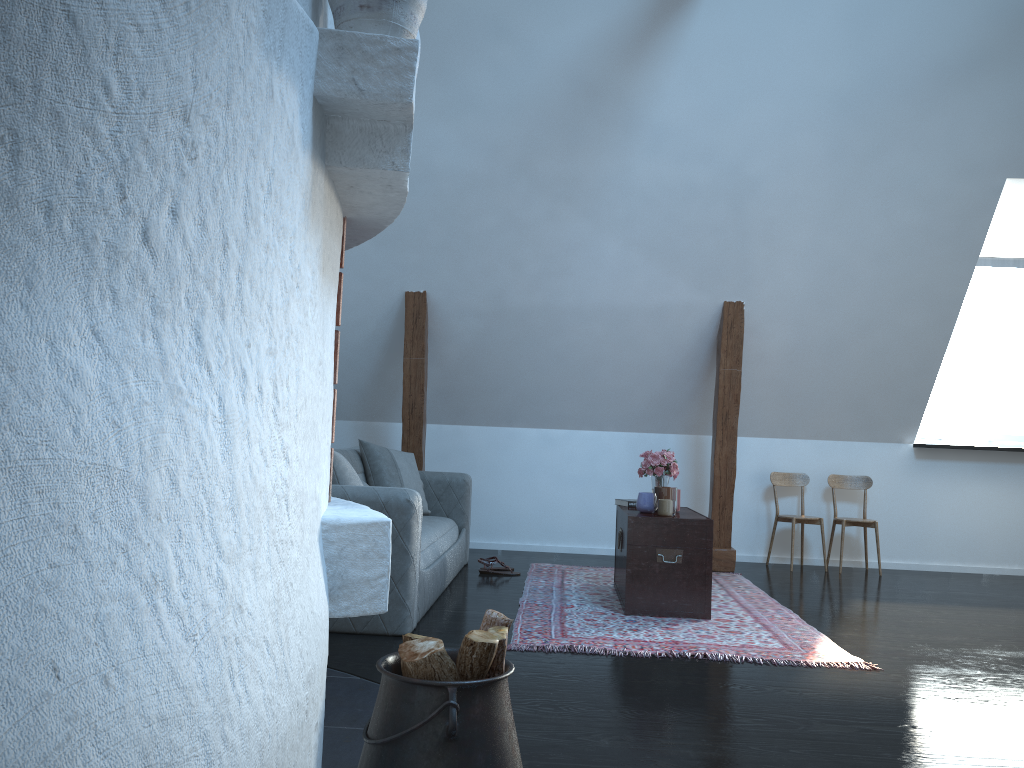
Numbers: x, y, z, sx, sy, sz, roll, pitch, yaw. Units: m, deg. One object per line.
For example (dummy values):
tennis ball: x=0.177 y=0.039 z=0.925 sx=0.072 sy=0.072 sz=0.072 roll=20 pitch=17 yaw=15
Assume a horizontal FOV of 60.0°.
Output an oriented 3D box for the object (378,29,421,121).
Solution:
object: x=-0.296 y=-0.751 z=2.076 sx=0.158 sy=0.274 sz=0.158 roll=-1 pitch=-5 yaw=42

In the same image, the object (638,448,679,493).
object: x=0.841 y=0.543 z=5.125 sx=0.235 sy=0.351 sz=0.234 roll=5 pitch=-5 yaw=-37

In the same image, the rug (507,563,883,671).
rug: x=0.781 y=1.178 z=4.815 sx=1.512 sy=0.029 sz=2.647 roll=2 pitch=-4 yaw=3

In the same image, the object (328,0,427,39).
object: x=-0.276 y=-0.787 z=1.816 sx=0.203 sy=0.314 sz=0.203 roll=3 pitch=-4 yaw=-13

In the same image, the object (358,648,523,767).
object: x=-0.162 y=0.812 z=2.074 sx=0.384 sy=0.313 sz=0.384 roll=0 pitch=-4 yaw=29

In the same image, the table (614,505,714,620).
table: x=0.815 y=0.942 z=4.858 sx=0.471 sy=0.492 sz=0.962 roll=2 pitch=-4 yaw=3

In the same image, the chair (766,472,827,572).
chair: x=2.101 y=1.005 z=6.531 sx=0.329 sy=0.696 sz=0.342 roll=3 pitch=-4 yaw=-14

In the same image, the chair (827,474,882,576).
chair: x=2.502 y=1.019 z=6.488 sx=0.329 sy=0.696 sz=0.342 roll=2 pitch=-4 yaw=5

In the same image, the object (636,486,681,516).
object: x=0.784 y=0.625 z=4.767 sx=0.215 sy=0.138 sz=0.413 roll=1 pitch=-4 yaw=15

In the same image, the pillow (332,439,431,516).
pillow: x=-0.787 y=0.571 z=4.992 sx=0.444 sy=0.515 sz=2.075 roll=2 pitch=-4 yaw=3

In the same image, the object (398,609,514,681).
object: x=-0.141 y=0.730 z=2.066 sx=0.270 sy=0.370 sz=0.240 roll=2 pitch=-4 yaw=3

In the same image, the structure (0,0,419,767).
structure: x=-1.634 y=-1.460 z=1.835 sx=3.049 sy=4.752 sz=3.058 roll=2 pitch=-4 yaw=12

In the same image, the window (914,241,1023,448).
window: x=5.482 y=-1.748 z=4.059 sx=8.018 sy=4.249 sz=5.959 roll=2 pitch=-4 yaw=3

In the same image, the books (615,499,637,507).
books: x=0.756 y=0.706 z=5.247 sx=0.243 sy=0.034 sz=0.179 roll=4 pitch=-4 yaw=-19

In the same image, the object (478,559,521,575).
object: x=-0.078 y=1.156 z=5.606 sx=0.277 sy=0.090 sz=0.101 roll=3 pitch=-4 yaw=-8

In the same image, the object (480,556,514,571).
object: x=-0.103 y=1.165 z=5.764 sx=0.277 sy=0.090 sz=0.101 roll=6 pitch=-5 yaw=-40

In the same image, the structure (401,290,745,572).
structure: x=5.374 y=0.509 z=6.332 sx=12.350 sy=1.963 sz=1.023 roll=2 pitch=-4 yaw=3

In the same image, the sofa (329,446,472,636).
sofa: x=-0.892 y=0.742 z=4.966 sx=1.107 sy=0.770 sz=2.458 roll=2 pitch=-4 yaw=3
